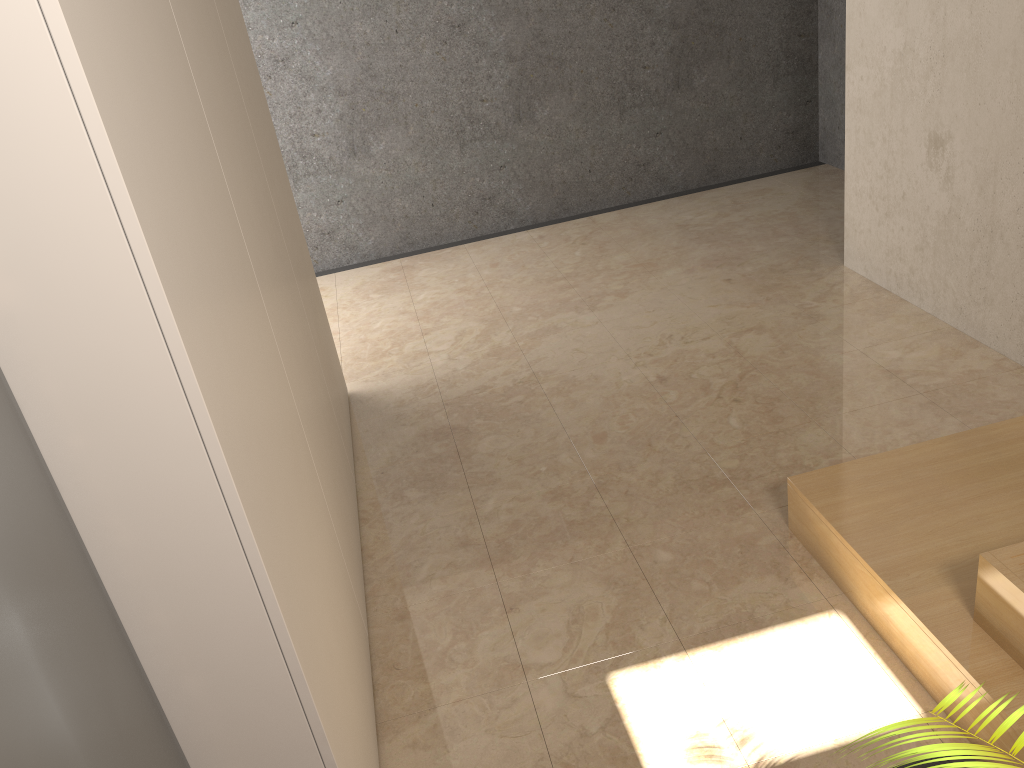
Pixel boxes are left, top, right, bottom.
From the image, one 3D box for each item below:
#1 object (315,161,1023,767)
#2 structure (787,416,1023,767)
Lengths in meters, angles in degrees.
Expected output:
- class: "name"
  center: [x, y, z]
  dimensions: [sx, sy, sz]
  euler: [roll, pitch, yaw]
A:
- class: "object"
  center: [0.663, -0.265, 2.775]
  dimensions: [4.200, 1.455, 6.200]
  euler: [-14, 27, -6]
- class: "structure"
  center: [1.897, 0.232, 1.370]
  dimensions: [1.950, 1.110, 2.400]
  euler: [-14, 27, -6]
